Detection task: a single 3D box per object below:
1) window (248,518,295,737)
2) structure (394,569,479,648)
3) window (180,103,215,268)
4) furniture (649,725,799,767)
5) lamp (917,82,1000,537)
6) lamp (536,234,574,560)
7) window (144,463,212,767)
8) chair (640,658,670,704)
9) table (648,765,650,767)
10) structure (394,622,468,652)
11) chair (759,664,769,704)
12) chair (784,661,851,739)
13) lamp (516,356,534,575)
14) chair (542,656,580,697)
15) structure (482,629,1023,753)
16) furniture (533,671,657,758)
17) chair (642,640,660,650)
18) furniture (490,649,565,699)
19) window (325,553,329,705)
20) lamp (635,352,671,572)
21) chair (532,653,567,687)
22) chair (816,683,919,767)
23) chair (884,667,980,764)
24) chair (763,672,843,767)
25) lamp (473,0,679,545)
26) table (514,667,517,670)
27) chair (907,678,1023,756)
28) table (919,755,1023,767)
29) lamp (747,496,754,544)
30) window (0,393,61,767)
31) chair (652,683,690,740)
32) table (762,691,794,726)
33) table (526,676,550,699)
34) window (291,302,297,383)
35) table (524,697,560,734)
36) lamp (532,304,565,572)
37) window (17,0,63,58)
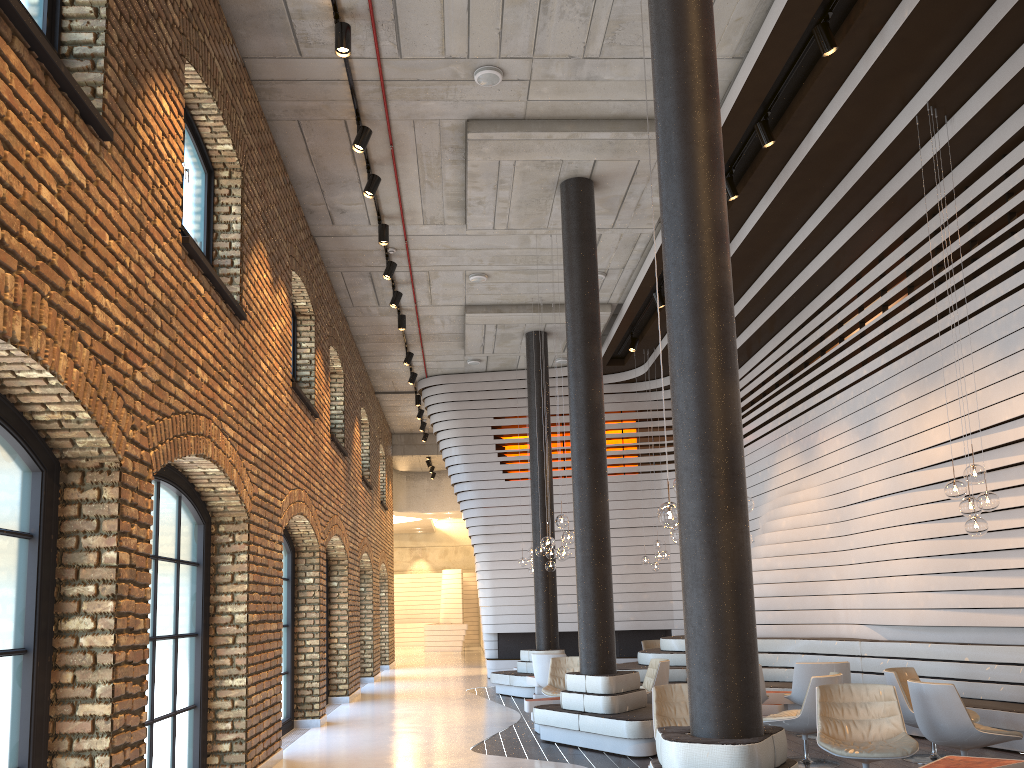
[{"bbox_3d":[-2.732,2.743,9.931,0.130,2.492,2.402,-1,-11,-4],"label":"window"},{"bbox_3d":[-3.246,8.992,35.204,4.528,2.816,5.936,-1,-13,-3],"label":"structure"},{"bbox_3d":[-2.520,-1.453,6.663,0.125,1.426,1.602,-1,-12,-4],"label":"window"},{"bbox_3d":[0.959,2.246,4.801,1.290,0.710,1.785,-10,-16,31],"label":"furniture"},{"bbox_3d":[3.689,-1.032,7.539,0.531,4.636,0.338,6,-11,-41],"label":"lamp"},{"bbox_3d":[0.539,-0.152,10.941,0.543,4.597,0.299,1,-9,-18],"label":"lamp"},{"bbox_3d":[-2.517,1.786,6.180,0.130,2.492,2.402,-1,-11,-4],"label":"window"},{"bbox_3d":[1.467,3.550,10.098,0.710,0.753,0.669,-2,-11,0],"label":"chair"},{"bbox_3d":[1.335,2.674,5.840,0.905,0.364,0.421,-2,-12,-1],"label":"table"},{"bbox_3d":[-2.884,9.369,32.807,2.545,0.882,7.661,5,-15,-25],"label":"structure"},{"bbox_3d":[2.349,3.303,9.224,0.660,0.753,0.720,-5,-12,16],"label":"chair"},{"bbox_3d":[3.200,3.267,9.181,0.657,0.753,0.723,-3,-11,4],"label":"chair"},{"bbox_3d":[0.272,1.228,16.355,0.545,4.551,0.279,6,-12,-44],"label":"lamp"},{"bbox_3d":[0.717,3.760,10.838,0.659,0.753,0.720,-5,-12,14],"label":"chair"},{"bbox_3d":[3.280,3.470,10.309,5.763,0.911,18.601,0,-14,-7],"label":"structure"},{"bbox_3d":[1.161,3.313,9.032,1.273,0.710,1.809,6,-16,-32],"label":"furniture"},{"bbox_3d":[2.611,4.819,15.235,0.655,0.753,0.725,5,-13,-29],"label":"chair"},{"bbox_3d":[0.312,4.672,14.295,1.272,0.709,1.810,0,-14,-8],"label":"furniture"},{"bbox_3d":[-5.483,4.729,17.445,2.183,2.486,13.125,5,-16,-32],"label":"window"},{"bbox_3d":[2.460,1.012,15.754,0.549,4.597,0.296,-5,-9,22],"label":"lamp"},{"bbox_3d":[0.629,4.138,12.320,0.665,0.753,0.715,-9,-13,33],"label":"chair"},{"bbox_3d":[2.502,2.546,6.258,0.659,0.753,0.721,-4,-11,13],"label":"chair"},{"bbox_3d":[3.649,2.868,7.659,0.721,0.753,0.659,-11,-15,40],"label":"chair"},{"bbox_3d":[2.521,2.901,7.657,0.720,0.753,0.660,-10,-14,36],"label":"chair"},{"bbox_3d":[2.878,-2.487,1.303,9.024,4.533,42.787,-1,-14,-3],"label":"lamp"},{"bbox_3d":[0.424,5.137,15.451,0.904,0.364,0.422,5,-13,-25],"label":"table"},{"bbox_3d":[3.414,2.624,6.670,0.710,0.753,0.669,-1,-11,-4],"label":"chair"},{"bbox_3d":[2.721,2.522,5.399,0.904,0.364,0.422,6,-14,-30],"label":"table"},{"bbox_3d":[2.174,-0.669,9.125,0.310,4.662,0.672,-3,-9,5],"label":"lamp"},{"bbox_3d":[-2.357,1.068,3.367,0.130,2.492,2.402,-1,-11,-4],"label":"window"},{"bbox_3d":[1.393,2.678,6.648,0.656,0.753,0.724,-1,-11,-2],"label":"chair"},{"bbox_3d":[2.747,3.696,10.035,0.916,0.364,0.417,-9,-14,29],"label":"table"},{"bbox_3d":[0.658,4.525,13.062,0.907,0.364,0.421,-3,-12,5],"label":"table"},{"bbox_3d":[-2.734,-0.496,10.415,0.125,1.426,1.602,-1,-12,-4],"label":"window"},{"bbox_3d":[0.576,3.755,10.015,0.904,0.364,0.422,1,-12,-10],"label":"table"},{"bbox_3d":[0.546,0.553,13.502,0.544,4.551,0.280,6,-11,-41],"label":"lamp"},{"bbox_3d":[-2.359,-2.171,3.851,0.125,1.426,1.602,-1,-12,-4],"label":"window"}]
